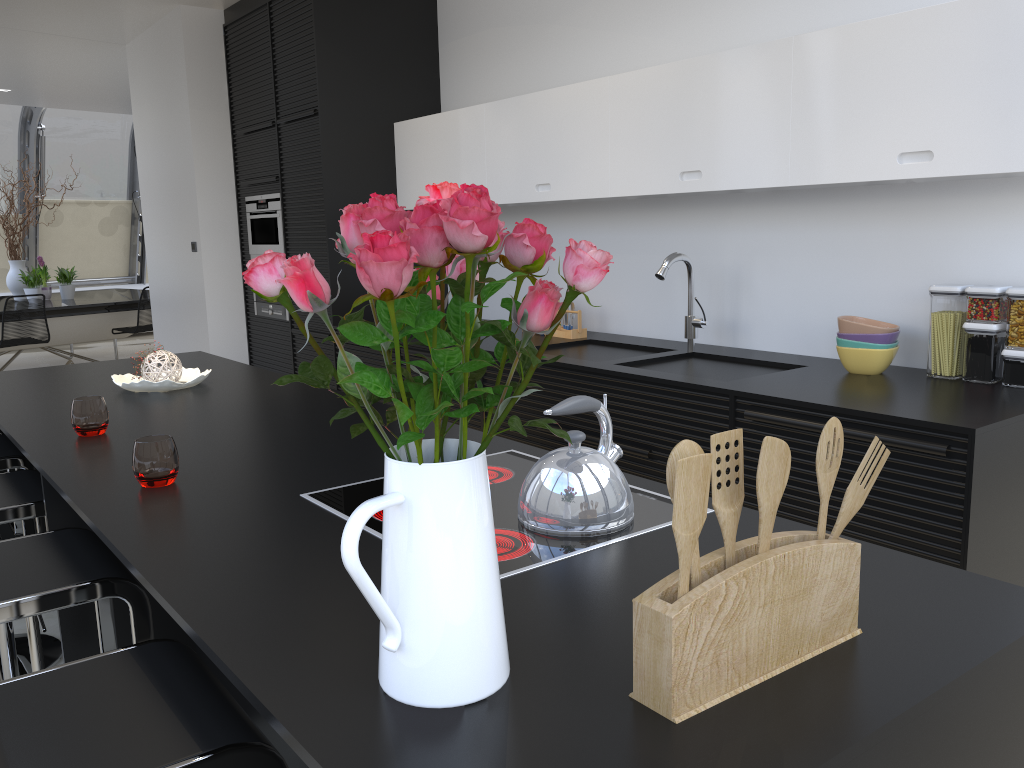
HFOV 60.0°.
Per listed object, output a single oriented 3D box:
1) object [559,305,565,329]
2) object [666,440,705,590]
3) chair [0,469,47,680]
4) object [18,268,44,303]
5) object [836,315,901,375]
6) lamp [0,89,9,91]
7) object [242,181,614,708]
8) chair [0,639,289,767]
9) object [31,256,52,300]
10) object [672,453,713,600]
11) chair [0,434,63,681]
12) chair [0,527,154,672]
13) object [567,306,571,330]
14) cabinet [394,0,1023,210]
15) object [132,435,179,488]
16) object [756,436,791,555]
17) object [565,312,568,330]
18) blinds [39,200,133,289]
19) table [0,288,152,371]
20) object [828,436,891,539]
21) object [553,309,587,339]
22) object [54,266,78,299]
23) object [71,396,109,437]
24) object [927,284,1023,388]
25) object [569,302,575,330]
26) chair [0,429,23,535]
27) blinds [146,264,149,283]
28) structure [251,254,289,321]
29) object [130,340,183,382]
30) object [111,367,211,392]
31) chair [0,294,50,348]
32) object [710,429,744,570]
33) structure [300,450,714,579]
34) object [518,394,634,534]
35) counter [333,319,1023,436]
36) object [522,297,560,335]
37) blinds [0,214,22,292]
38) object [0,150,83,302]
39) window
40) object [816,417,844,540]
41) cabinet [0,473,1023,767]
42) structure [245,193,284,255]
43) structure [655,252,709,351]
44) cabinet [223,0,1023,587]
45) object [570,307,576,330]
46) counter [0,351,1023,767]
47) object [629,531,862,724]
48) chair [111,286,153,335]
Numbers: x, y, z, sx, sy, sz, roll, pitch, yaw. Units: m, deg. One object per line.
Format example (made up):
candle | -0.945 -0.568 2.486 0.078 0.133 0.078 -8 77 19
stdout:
object | 0.256 -0.311 4.448 0.042 0.192 0.040 -1 10 1
object | 0.214 0.213 1.033 0.068 0.298 0.039 -9 12 -35
chair | -1.409 0.597 2.408 0.460 0.857 0.418 -9 12 -35
object | -4.952 -1.022 9.161 0.284 0.369 0.215 -4 10 -11
object | 1.266 -0.137 3.156 0.205 0.205 0.185 7 13 41
lamp | 1.647 -3.256 9.554 9.775 0.004 9.928 7 13 40
object | -0.091 0.068 1.042 0.350 0.596 0.327 -7 11 -29
chair | -0.584 0.773 1.290 0.460 0.857 0.418 -9 12 -35
object | -5.181 -1.167 9.726 0.238 0.476 0.417 -5 11 -21
object | 0.194 0.220 0.997 0.057 0.294 0.030 -9 12 -35
chair | -1.764 0.522 2.888 0.460 0.857 0.418 -9 12 -35
chair | -1.015 0.681 1.873 0.460 0.857 0.418 -9 12 -35
object | 0.283 -0.307 4.443 0.022 0.196 0.019 7 13 41
cabinet | 0.562 -1.101 3.984 0.343 0.515 3.741 -9 12 -36
object | -0.792 0.173 1.972 0.095 0.106 0.095 -4 10 -16
object | 0.303 0.202 1.076 0.061 0.299 0.040 -9 13 -38
object | 0.273 -0.308 4.446 0.020 0.196 0.018 -6 11 -26
blinds | -5.928 -1.930 12.317 0.387 1.214 1.376 7 13 39
table | -5.156 -0.530 9.646 2.494 0.759 3.031 7 13 39
object | 0.428 0.200 1.170 0.199 0.259 0.016 -6 11 -25
object | 0.285 -0.287 4.411 0.100 0.170 0.173 -8 12 -34
object | -4.833 -1.106 9.618 0.284 0.369 0.215 -4 10 -16
object | -1.186 0.091 2.491 0.095 0.106 0.095 -9 13 -38
object | 1.567 -0.165 2.925 0.113 0.315 0.365 -9 12 -36
object | 0.296 -0.317 4.476 0.042 0.192 0.040 -1 10 0
chair | -2.148 0.440 3.408 0.460 0.857 0.418 -9 12 -35
blinds | -4.962 -2.070 13.508 0.329 1.027 1.430 7 13 39
structure | -1.625 -0.655 5.943 0.023 0.420 0.592 -9 12 -35
object | -1.302 -0.068 3.273 0.190 0.191 0.165 -3 10 -8
object | -1.290 -0.007 3.278 0.329 0.078 0.334 7 13 40
chair | -4.637 -0.583 8.274 0.688 0.519 0.446 7 13 39
object | 0.264 0.204 1.072 0.057 0.299 0.019 -9 12 -35
structure | -0.029 0.257 1.783 0.562 0.041 0.640 -9 12 -36
object | 0.118 0.137 1.669 0.221 0.230 0.221 -2 10 -5
counter | 0.391 -0.152 4.003 0.804 0.025 3.738 -9 12 -36
object | 0.148 -0.346 4.612 0.104 0.223 0.200 -9 12 -35
blinds | -6.937 -1.610 11.192 0.329 1.027 1.430 7 13 39
object | -5.077 -1.644 9.300 1.031 1.549 1.135 5 12 32
window | 0.268 -1.545 8.506 16.171 3.674 16.693 -11 14 -43
object | 0.400 0.187 1.144 0.055 0.299 0.027 -9 12 -35
cabinet | -0.737 0.568 2.533 1.007 0.838 3.800 -9 12 -36
structure | -1.638 -1.052 5.871 0.061 0.388 0.592 -9 12 -36
structure | 0.716 -0.285 3.733 0.248 0.536 0.115 -9 13 -37
cabinet | -0.051 -0.837 4.457 0.831 2.901 5.157 -9 12 -36
object | 0.302 -0.300 4.451 0.044 0.178 0.019 2 11 19
counter | -0.748 0.147 2.459 1.006 0.018 3.800 -9 12 -36
object | 0.300 0.279 1.097 0.353 0.157 0.084 -9 12 -35
chair | -3.818 -0.774 9.234 0.688 0.519 0.446 7 13 39
